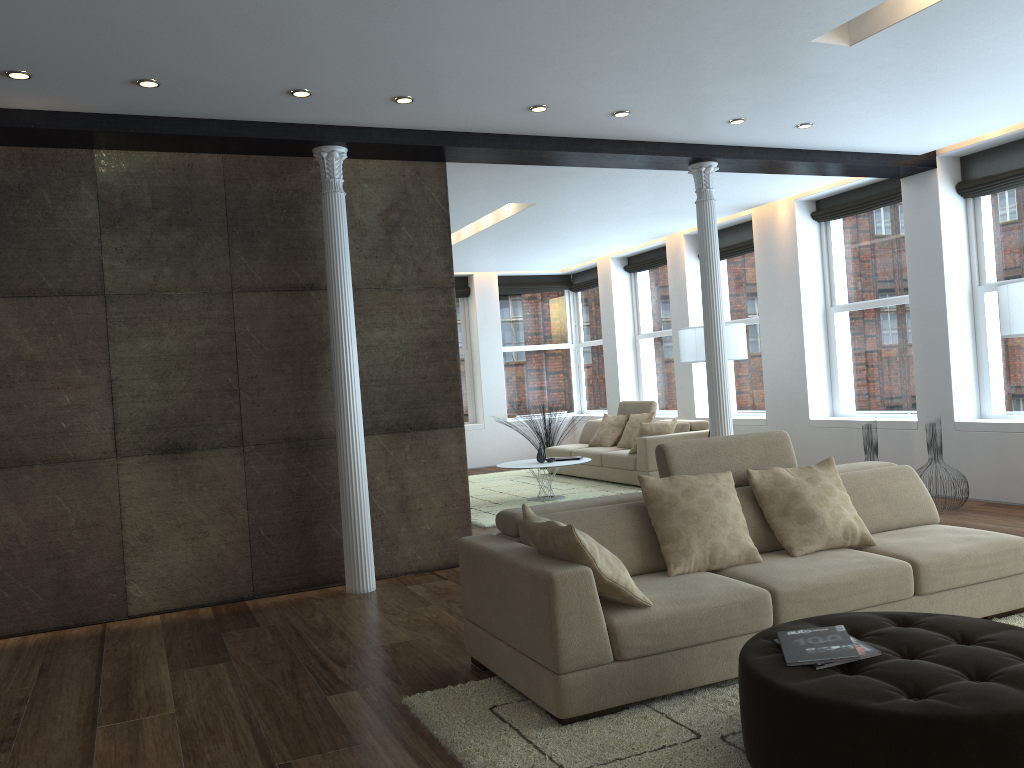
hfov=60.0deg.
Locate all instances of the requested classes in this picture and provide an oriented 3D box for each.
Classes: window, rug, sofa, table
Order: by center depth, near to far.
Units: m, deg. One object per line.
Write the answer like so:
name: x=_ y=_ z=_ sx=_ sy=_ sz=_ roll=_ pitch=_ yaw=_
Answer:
rug: x=2.072 y=1.139 z=3.170 sx=4.231 sy=0.020 sz=2.972 roll=-4 pitch=0 yaw=-24
sofa: x=1.122 y=0.737 z=4.201 sx=2.581 sy=0.950 sz=1.021 roll=-4 pitch=0 yaw=-24
window: x=4.382 y=-0.830 z=7.213 sx=0.123 sy=2.400 sz=1.432 roll=-4 pitch=0 yaw=-24
window: x=3.660 y=-0.783 z=8.873 sx=0.123 sy=2.400 sz=1.391 roll=-4 pitch=0 yaw=-24
table: x=0.355 y=1.037 z=9.515 sx=1.022 sy=0.393 sz=1.022 roll=-4 pitch=0 yaw=21
rug: x=0.267 y=1.246 z=10.513 sx=2.972 sy=0.020 sz=4.231 roll=-4 pitch=0 yaw=-24
window: x=2.835 y=-0.730 z=10.769 sx=0.123 sy=2.400 sz=1.345 roll=-4 pitch=0 yaw=-24
sofa: x=1.399 y=0.699 z=10.999 sx=1.018 sy=0.950 sz=2.581 roll=-4 pitch=0 yaw=-24
window: x=2.120 y=-0.684 z=12.415 sx=0.123 sy=2.400 sz=1.444 roll=-4 pitch=0 yaw=-24
window: x=-1.296 y=-0.447 z=13.755 sx=1.420 sy=2.400 sz=0.123 roll=-4 pitch=0 yaw=-24
window: x=0.395 y=-0.569 z=14.486 sx=1.474 sy=2.400 sz=0.123 roll=-4 pitch=0 yaw=-24
window: x=4.619 y=-0.280 z=22.185 sx=34.761 sy=17.917 sz=13.698 roll=-4 pitch=0 yaw=-24

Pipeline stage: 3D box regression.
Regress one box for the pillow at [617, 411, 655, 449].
pillow: x=1.503 y=0.562 z=10.771 sx=0.301 sy=0.439 sz=0.534 roll=-4 pitch=0 yaw=-27

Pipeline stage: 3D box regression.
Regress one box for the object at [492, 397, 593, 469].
object: x=0.480 y=0.709 z=12.576 sx=1.119 sy=1.014 sz=1.125 roll=-4 pitch=0 yaw=-37

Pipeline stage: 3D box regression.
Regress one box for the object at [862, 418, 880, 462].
object: x=3.082 y=0.674 z=7.592 sx=0.458 sy=0.781 sz=0.458 roll=-4 pitch=0 yaw=-24

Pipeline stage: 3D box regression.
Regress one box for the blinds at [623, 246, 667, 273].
blinds: x=1.988 y=-1.752 z=12.385 sx=0.156 sy=0.275 sz=1.442 roll=-4 pitch=0 yaw=-24

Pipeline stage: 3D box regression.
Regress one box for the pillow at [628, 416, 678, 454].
pillow: x=1.590 y=0.580 z=9.979 sx=0.518 sy=0.393 sz=0.395 roll=-4 pitch=0 yaw=-27

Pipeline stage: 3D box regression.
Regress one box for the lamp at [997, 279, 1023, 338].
lamp: x=3.677 y=0.160 z=5.887 sx=0.698 sy=1.728 sz=0.698 roll=-4 pitch=0 yaw=0

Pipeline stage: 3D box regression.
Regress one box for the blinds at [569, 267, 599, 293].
blinds: x=1.266 y=-1.679 z=14.050 sx=0.156 sy=0.327 sz=1.377 roll=-4 pitch=0 yaw=-24

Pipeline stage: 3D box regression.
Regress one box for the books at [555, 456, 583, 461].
books: x=0.603 y=0.807 z=9.636 sx=0.300 sy=0.010 sz=0.220 roll=-4 pitch=0 yaw=-9

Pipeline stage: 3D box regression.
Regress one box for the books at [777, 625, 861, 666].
books: x=0.984 y=0.844 z=2.869 sx=0.220 sy=0.040 sz=0.301 roll=-4 pitch=0 yaw=11

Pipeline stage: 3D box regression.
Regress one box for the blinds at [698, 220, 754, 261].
blinds: x=2.707 y=-1.739 z=10.742 sx=0.156 sy=0.393 sz=1.342 roll=-4 pitch=0 yaw=-24

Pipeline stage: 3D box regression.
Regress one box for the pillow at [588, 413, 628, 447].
pillow: x=1.243 y=0.590 z=11.338 sx=0.368 sy=0.416 sz=0.519 roll=-4 pitch=0 yaw=-28

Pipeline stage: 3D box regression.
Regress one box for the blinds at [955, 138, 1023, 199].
blinds: x=4.239 y=-1.836 z=7.179 sx=0.183 sy=0.395 sz=1.431 roll=-4 pitch=0 yaw=-24

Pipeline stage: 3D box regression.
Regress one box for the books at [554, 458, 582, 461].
books: x=0.599 y=0.817 z=9.612 sx=0.300 sy=0.010 sz=0.220 roll=-4 pitch=0 yaw=11

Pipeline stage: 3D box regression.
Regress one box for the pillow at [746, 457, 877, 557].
pillow: x=1.452 y=0.594 z=4.350 sx=0.519 sy=0.416 sz=0.368 roll=-4 pitch=0 yaw=-19

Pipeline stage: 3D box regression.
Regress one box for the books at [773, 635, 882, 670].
books: x=1.010 y=0.850 z=2.864 sx=0.219 sy=0.031 sz=0.300 roll=-4 pitch=0 yaw=-9

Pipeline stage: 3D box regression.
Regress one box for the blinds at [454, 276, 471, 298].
blinds: x=-1.332 y=-1.477 z=13.665 sx=1.422 sy=0.363 sz=0.156 roll=-4 pitch=0 yaw=-24

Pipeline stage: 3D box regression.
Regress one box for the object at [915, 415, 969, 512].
object: x=3.467 y=0.648 z=7.252 sx=0.458 sy=0.781 sz=0.458 roll=-4 pitch=0 yaw=-24

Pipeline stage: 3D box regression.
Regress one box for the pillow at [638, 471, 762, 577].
pillow: x=0.875 y=0.625 z=4.112 sx=0.534 sy=0.439 sz=0.301 roll=-4 pitch=0 yaw=-20

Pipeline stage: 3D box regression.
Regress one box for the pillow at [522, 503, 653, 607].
pillow: x=0.276 y=0.691 z=3.590 sx=0.395 sy=0.393 sz=0.518 roll=-4 pitch=0 yaw=-20

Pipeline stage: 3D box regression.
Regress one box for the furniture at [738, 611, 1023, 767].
furniture: x=1.262 y=1.010 z=2.796 sx=1.057 sy=0.355 sz=1.057 roll=-4 pitch=0 yaw=-22

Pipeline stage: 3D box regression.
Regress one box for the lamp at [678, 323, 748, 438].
lamp: x=2.167 y=0.256 z=9.360 sx=0.698 sy=1.728 sz=0.698 roll=-4 pitch=0 yaw=0

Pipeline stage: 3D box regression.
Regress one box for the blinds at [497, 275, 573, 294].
blinds: x=0.342 y=-1.623 z=14.397 sx=1.442 sy=0.312 sz=0.155 roll=-4 pitch=0 yaw=-24

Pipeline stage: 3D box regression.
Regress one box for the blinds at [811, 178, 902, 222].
blinds: x=3.527 y=-1.851 z=8.846 sx=0.156 sy=0.275 sz=1.396 roll=-4 pitch=0 yaw=-24
